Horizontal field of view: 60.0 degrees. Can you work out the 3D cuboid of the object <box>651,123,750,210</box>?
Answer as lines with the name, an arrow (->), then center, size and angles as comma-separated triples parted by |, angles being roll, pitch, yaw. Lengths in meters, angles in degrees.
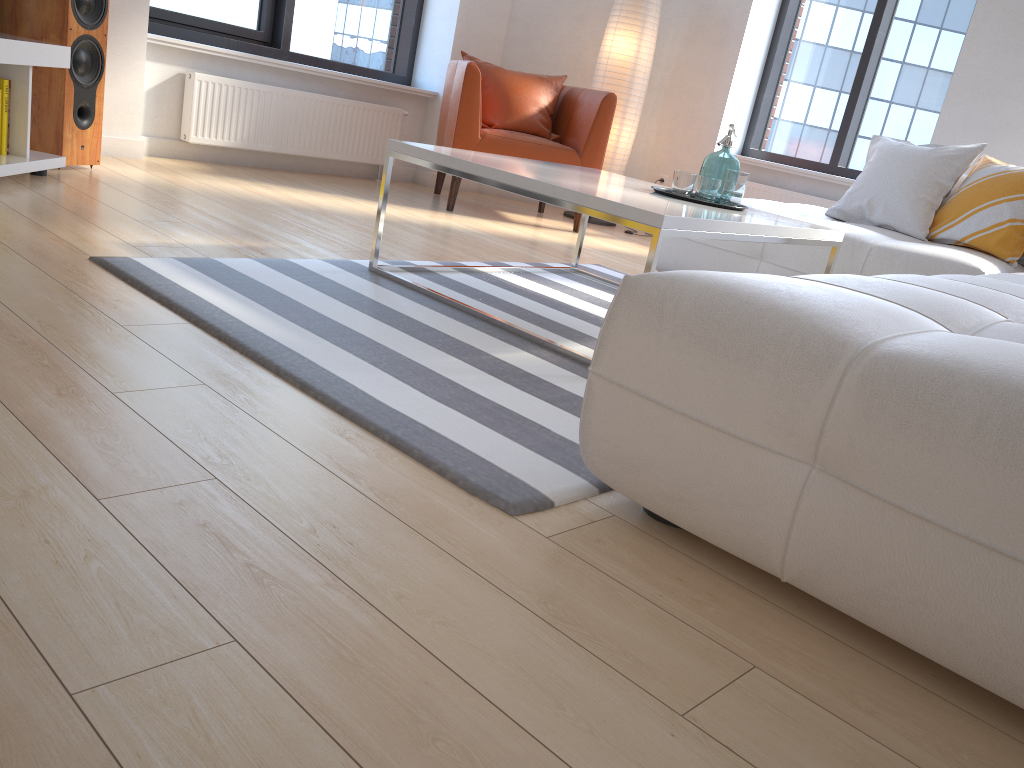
object -> 0.652, -0.740, 2.939 | 0.330, 0.265, 0.330 | 4, 19, -24

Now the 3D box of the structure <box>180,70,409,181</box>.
structure -> -1.215, -1.467, 5.182 | 0.110, 0.460, 1.474 | 26, 22, 38

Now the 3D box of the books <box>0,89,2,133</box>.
books -> -1.960, -0.972, 3.237 | 0.172, 0.234, 0.024 | 10, 17, -4

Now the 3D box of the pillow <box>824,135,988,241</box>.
pillow -> 1.893, -0.636, 3.229 | 0.580, 0.456, 2.156 | 4, 19, -23

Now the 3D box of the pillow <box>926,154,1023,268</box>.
pillow -> 1.932, -0.515, 2.936 | 0.630, 0.440, 2.095 | 11, 17, -3

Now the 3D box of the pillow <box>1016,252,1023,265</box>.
pillow -> 1.662, -0.406, 2.344 | 0.647, 0.453, 2.953 | 21, 19, 27

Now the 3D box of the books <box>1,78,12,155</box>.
books -> -1.972, -1.008, 3.284 | 0.213, 0.270, 0.025 | 10, 17, -4

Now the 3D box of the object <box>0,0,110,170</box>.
object -> -1.932, -1.467, 3.650 | 0.434, 1.088, 0.290 | 15, 17, 10

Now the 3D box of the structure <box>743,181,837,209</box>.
structure -> 1.775, -0.932, 5.463 | 1.015, 0.460, 0.110 | 26, 22, 38

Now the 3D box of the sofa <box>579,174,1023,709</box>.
sofa -> 1.267, -0.318, 2.731 | 2.614, 0.732, 3.424 | 26, 22, 38

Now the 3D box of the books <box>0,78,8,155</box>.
books -> -1.962, -0.998, 3.259 | 0.204, 0.270, 0.029 | 10, 17, -4

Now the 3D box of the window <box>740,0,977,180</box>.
window -> 2.285, -2.439, 5.257 | 1.310, 2.402, 0.170 | 26, 22, 38

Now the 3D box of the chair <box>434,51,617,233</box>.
chair -> 0.011, -1.448, 5.252 | 0.896, 0.858, 0.843 | 6, 18, -17

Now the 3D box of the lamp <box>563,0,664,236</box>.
lamp -> 0.882, -1.752, 5.627 | 0.804, 1.550, 0.502 | 12, 17, 1

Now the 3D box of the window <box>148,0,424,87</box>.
window -> -1.163, -3.046, 4.898 | 0.170, 2.402, 1.960 | 26, 22, 38

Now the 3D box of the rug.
rug -> 0.200, -0.175, 2.788 | 1.662, 0.016, 2.326 | 26, 22, 38

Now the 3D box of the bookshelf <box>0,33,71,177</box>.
bookshelf -> -1.796, -1.377, 1.828 | 0.455, 2.052, 3.000 | 10, 17, -4

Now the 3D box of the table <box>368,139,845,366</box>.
table -> 0.316, -0.445, 2.968 | 1.091, 0.435, 1.091 | 26, 22, 38
